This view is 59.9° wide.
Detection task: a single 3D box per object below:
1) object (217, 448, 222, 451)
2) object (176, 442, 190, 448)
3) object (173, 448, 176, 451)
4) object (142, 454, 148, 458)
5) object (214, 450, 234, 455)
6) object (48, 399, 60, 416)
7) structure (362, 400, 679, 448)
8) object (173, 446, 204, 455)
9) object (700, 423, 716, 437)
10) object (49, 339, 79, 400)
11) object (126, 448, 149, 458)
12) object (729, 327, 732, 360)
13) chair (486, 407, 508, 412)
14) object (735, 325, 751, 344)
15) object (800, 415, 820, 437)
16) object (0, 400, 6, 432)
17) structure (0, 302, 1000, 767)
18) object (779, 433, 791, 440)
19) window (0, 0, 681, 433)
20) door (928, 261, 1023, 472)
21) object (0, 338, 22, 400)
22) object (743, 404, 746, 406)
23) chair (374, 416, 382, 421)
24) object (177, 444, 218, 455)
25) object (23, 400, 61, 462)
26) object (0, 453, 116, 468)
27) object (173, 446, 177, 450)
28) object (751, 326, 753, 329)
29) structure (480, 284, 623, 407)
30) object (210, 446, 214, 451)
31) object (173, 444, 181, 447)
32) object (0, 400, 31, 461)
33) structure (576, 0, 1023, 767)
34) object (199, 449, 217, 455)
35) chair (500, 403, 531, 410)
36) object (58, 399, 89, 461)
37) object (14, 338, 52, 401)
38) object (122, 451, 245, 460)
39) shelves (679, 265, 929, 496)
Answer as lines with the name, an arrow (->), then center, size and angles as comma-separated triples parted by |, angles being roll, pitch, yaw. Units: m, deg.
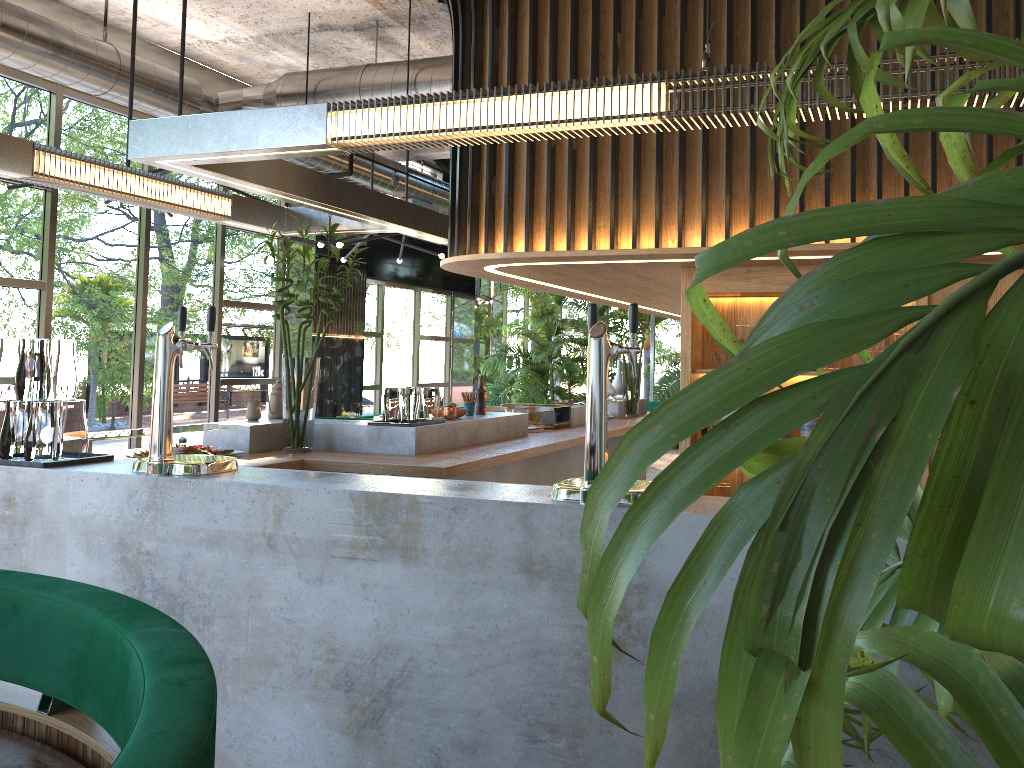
object -> -1.612, 0.340, 4.472 | 0.086, 0.058, 0.348 | 1, 1, 35
object -> -1.641, 0.322, 4.380 | 0.069, 0.062, 0.086 | 1, 0, 12
object -> -1.630, 0.341, 4.394 | 0.088, 0.065, 0.138 | 1, 0, 30
object -> -1.710, 0.345, 4.300 | 0.147, 0.066, 0.100 | 1, 0, 18
object -> -1.487, 0.354, 4.546 | 0.115, 0.035, 0.176 | 1, 1, 3
object -> -1.630, 0.156, 3.102 | 0.104, 0.210, 0.106 | 1, -2, 6
structure -> -0.551, 0.601, 7.193 | 5.853, 1.551, 20.697 | 1, 2, 23
object -> -1.597, 0.339, 4.324 | 0.129, 0.074, 0.204 | 1, 1, 22
object -> 0.982, 0.186, 4.296 | 0.149, 0.249, 0.095 | 1, -3, 9
object -> -1.568, -0.052, 3.095 | 0.104, 0.210, 0.106 | 1, -2, 6
object -> -1.753, 0.343, 4.395 | 0.189, 0.065, 0.272 | 1, 1, 9
object -> 1.029, -0.178, 4.361 | 0.110, 0.210, 0.100 | 3, -3, -34
chair -> -0.190, 0.715, 8.448 | 0.552, 0.972, 0.541 | 1, -2, -3
object -> 1.099, -0.173, 4.224 | 0.110, 0.210, 0.100 | 3, -3, -34
object -> 1.397, 0.170, 4.163 | 0.089, 0.299, 0.083 | 2, -3, -20
object -> -1.764, 0.155, 3.041 | 0.103, 0.210, 0.107 | 0, -2, 16
structure -> 1.283, 0.577, 5.589 | 5.671, 1.733, 7.333 | 1, 1, 22
object -> 1.245, 0.177, 4.192 | 0.118, 0.280, 0.128 | -1, -3, 35
window -> -1.524, -1.903, 7.682 | 4.018, 6.506, 20.949 | 0, 1, 23
door -> 2.616, 0.431, 5.799 | 2.092, 2.058, 4.214 | 1, 0, 23
object -> -1.712, -0.053, 3.036 | 0.104, 0.210, 0.106 | 1, -2, 6
object -> 1.124, 0.172, 4.249 | 0.081, 0.283, 0.085 | 0, -3, 21
chair -> -0.818, 0.744, 6.961 | 0.563, 0.972, 0.529 | 2, -2, -18
object -> -1.577, 0.339, 4.460 | 0.177, 0.081, 0.139 | 1, 0, 14
object -> -1.558, 0.161, 2.950 | 0.104, 0.210, 0.106 | 1, -2, 6
object -> -1.630, 0.254, 3.043 | 0.424, 0.019, 0.281 | 1, 2, 20
object -> -1.697, 0.321, 4.401 | 0.100, 0.065, 0.070 | 1, -1, -21
object -> 1.132, -0.175, 4.312 | 0.110, 0.210, 0.100 | 3, -3, -34
structure -> 0.796, -0.442, 14.097 | 2.408, 3.445, 2.690 | 1, -1, 7
object -> -1.579, 0.349, 4.549 | 0.094, 0.052, 0.125 | 1, 1, -19
object -> -1.666, 0.338, 4.481 | 0.128, 0.071, 0.112 | 1, 0, 12
object -> -1.667, 0.158, 2.996 | 0.104, 0.210, 0.106 | 1, -2, 6
structure -> 1.088, -0.251, 0.845 | 2.008, 3.142, 3.010 | 0, -1, 33
object -> -1.621, 0.343, 4.472 | 0.294, 0.061, 0.421 | 1, 1, -2
chair -> 0.141, 0.701, 9.214 | 0.525, 0.972, 0.568 | 0, -2, 32
object -> -1.520, 0.158, 3.065 | 0.104, 0.210, 0.106 | 1, -2, 6
object -> -1.609, -0.050, 2.988 | 0.104, 0.210, 0.106 | 1, -2, 6
object -> -1.639, 0.365, 4.458 | 0.324, 0.025, 0.509 | 1, 2, 22
shelves -> 1.358, 0.453, 4.165 | 1.078, 2.062, 0.288 | 0, -3, 19
